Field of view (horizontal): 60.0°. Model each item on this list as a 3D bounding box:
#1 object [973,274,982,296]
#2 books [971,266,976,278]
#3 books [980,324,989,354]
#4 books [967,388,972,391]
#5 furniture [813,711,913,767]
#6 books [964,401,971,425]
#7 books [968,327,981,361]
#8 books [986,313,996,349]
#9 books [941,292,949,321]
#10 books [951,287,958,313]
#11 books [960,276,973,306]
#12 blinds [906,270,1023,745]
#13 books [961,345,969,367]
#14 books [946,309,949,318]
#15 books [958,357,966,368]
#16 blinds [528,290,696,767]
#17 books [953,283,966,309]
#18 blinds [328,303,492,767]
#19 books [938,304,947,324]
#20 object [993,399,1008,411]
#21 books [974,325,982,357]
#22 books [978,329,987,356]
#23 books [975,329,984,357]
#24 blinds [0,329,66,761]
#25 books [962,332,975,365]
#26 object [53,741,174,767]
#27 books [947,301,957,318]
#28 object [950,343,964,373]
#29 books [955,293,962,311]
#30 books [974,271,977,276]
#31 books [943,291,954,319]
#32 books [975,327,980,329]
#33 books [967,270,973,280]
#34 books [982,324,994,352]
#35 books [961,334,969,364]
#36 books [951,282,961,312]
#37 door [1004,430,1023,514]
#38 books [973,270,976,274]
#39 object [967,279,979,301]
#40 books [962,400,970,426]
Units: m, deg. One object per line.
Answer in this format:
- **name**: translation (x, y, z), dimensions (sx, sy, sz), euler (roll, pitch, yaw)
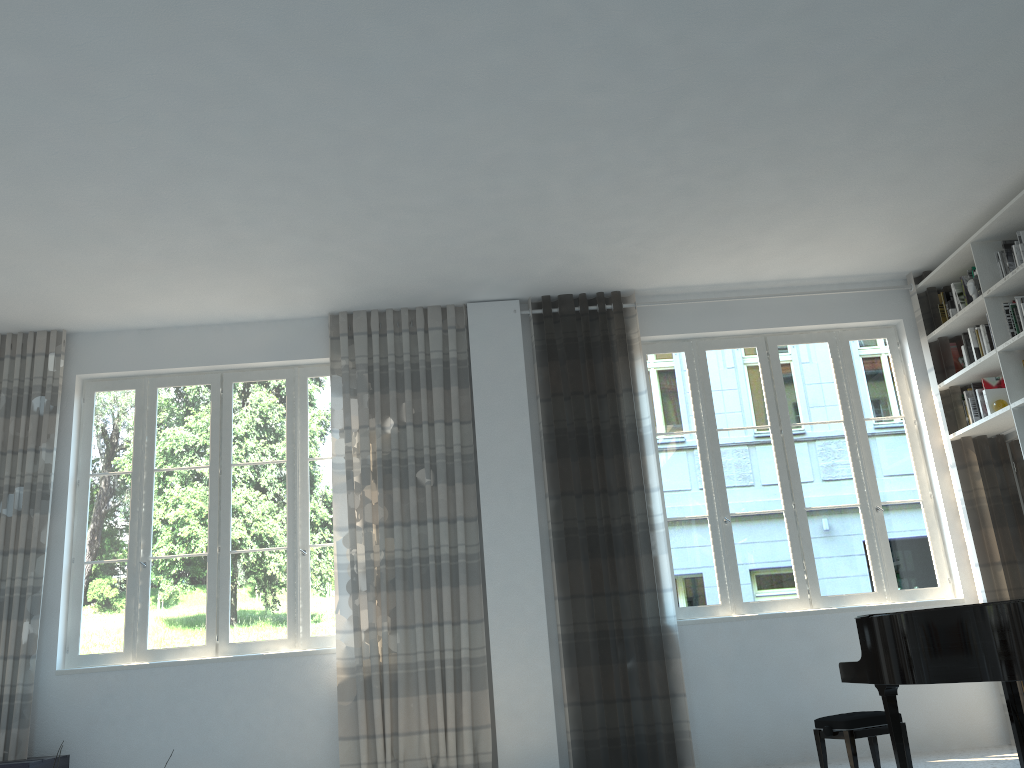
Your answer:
- **object**: translation (3.053, -0.623, 5.774), dimensions (0.068, 0.197, 0.067), euler (-18, -22, 38)
- **books**: translation (3.190, -0.646, 5.974), dimensions (0.129, 0.313, 0.029), euler (-4, -17, -2)
- **books**: translation (3.203, -0.272, 5.853), dimensions (0.167, 0.260, 0.026), euler (-4, -17, -2)
- **books**: translation (3.249, 0.173, 6.127), dimensions (0.135, 0.302, 0.013), euler (-4, -17, -2)
- **furniture**: translation (1.786, 1.856, 4.511), dimensions (0.467, 0.352, 0.240), euler (4, -19, -26)
- **books**: translation (3.230, 0.217, 6.127), dimensions (0.162, 0.221, 0.013), euler (-4, -17, -2)
- **books**: translation (3.190, -0.248, 5.969), dimensions (0.179, 0.285, 0.021), euler (-4, -17, -2)
- **books**: translation (3.204, -0.324, 5.758), dimensions (0.189, 0.302, 0.012), euler (-4, -17, -2)
- **books**: translation (3.164, -0.524, 6.306), dimensions (0.175, 0.285, 0.014), euler (-4, -17, -2)
- **books**: translation (3.174, -0.559, 6.190), dimensions (0.160, 0.280, 0.010), euler (-4, -17, -2)
- **books**: translation (3.175, -0.606, 6.044), dimensions (0.181, 0.281, 0.039), euler (-4, -17, -2)
- **blinds**: translation (3.407, 0.707, 6.052), dimensions (0.776, 3.220, 0.140), euler (-4, -17, -2)
- **books**: translation (3.211, -0.165, 6.123), dimensions (0.166, 0.217, 0.034), euler (-4, -17, -2)
- **books**: translation (3.171, -0.487, 6.275), dimensions (0.167, 0.194, 0.024), euler (-4, -17, -2)
- **books**: translation (3.222, -0.123, 6.192), dimensions (0.129, 0.175, 0.122), euler (-4, -17, -2)
- **blinds**: translation (0.623, 0.899, 5.944), dimensions (0.776, 3.220, 0.140), euler (-4, -17, -2)
- **books**: translation (3.159, -0.581, 6.086), dimensions (0.190, 0.262, 0.057), euler (-4, -17, -2)
- **blinds**: translation (-0.706, 0.971, 5.894), dimensions (1.026, 3.250, 0.183), euler (-4, -17, -3)
- **books**: translation (3.163, -0.474, 6.354), dimensions (0.188, 0.218, 0.014), euler (-4, -17, -2)
- **object**: translation (3.186, 0.144, 5.781), dimensions (0.087, 0.087, 0.087), euler (11, -23, -41)
- **books**: translation (3.210, -0.261, 5.943), dimensions (0.155, 0.291, 0.037), euler (-4, -17, -2)
- **books**: translation (3.205, -0.254, 5.884), dimensions (0.173, 0.243, 0.022), euler (-4, -17, -2)
- **books**: translation (3.204, -0.251, 5.900), dimensions (0.192, 0.248, 0.012), euler (-4, -17, -2)
- **blinds**: translation (-3.380, 1.152, 5.780), dimensions (0.722, 3.250, 0.133), euler (-4, -17, -3)
- **books**: translation (3.193, -0.221, 6.049), dimensions (0.186, 0.281, 0.023), euler (-4, -17, -2)
- **object**: translation (-0.769, 0.757, 1.323), dimensions (0.436, 0.520, 0.309), euler (-13, -19, 27)
- **books**: translation (3.168, -0.498, 6.224), dimensions (0.182, 0.186, 0.028), euler (-4, -17, -2)
- **object**: translation (3.198, -0.158, 6.271), dimensions (0.176, 0.294, 0.035), euler (-4, -17, -2)
- **books**: translation (3.167, -0.544, 6.111), dimensions (0.175, 0.205, 0.030), euler (-4, -17, -2)
- **books**: translation (3.176, -0.637, 5.882), dimensions (0.167, 0.243, 0.025), euler (-4, -17, -2)
- **books**: translation (3.163, -0.529, 6.262), dimensions (0.177, 0.268, 0.025), euler (-4, -17, -2)
- **books**: translation (3.203, -0.257, 5.915), dimensions (0.162, 0.268, 0.013), euler (-4, -17, -2)
- **books**: translation (3.179, -0.634, 5.993), dimensions (0.145, 0.303, 0.014), euler (-4, -17, -2)
- **books**: translation (3.203, -0.276, 5.825), dimensions (0.165, 0.250, 0.030), euler (-4, -17, -2)
- **books**: translation (3.211, -0.210, 6.112), dimensions (0.162, 0.295, 0.012), euler (-4, -17, -2)
- **books**: translation (3.173, -0.573, 6.150), dimensions (0.189, 0.282, 0.028), euler (-4, -17, -2)
- **door**: translation (3.883, 1.172, 5.561), dimensions (0.786, 1.974, 0.837), euler (-4, -17, -2)
- **books**: translation (3.188, -0.640, 5.925), dimensions (0.158, 0.274, 0.013), euler (-4, -17, -2)
- **object**: translation (3.051, -0.599, 5.851), dimensions (0.068, 0.197, 0.067), euler (-18, -22, 38)
- **books**: translation (3.228, 0.218, 6.140), dimensions (0.179, 0.227, 0.013), euler (-4, -17, -2)
